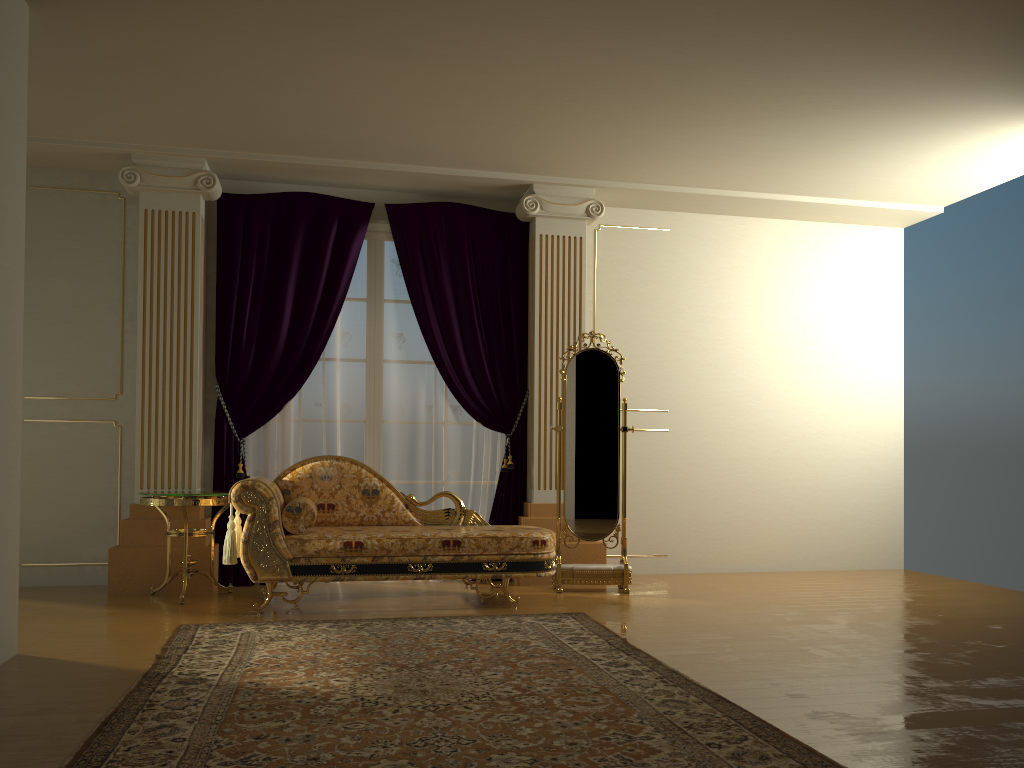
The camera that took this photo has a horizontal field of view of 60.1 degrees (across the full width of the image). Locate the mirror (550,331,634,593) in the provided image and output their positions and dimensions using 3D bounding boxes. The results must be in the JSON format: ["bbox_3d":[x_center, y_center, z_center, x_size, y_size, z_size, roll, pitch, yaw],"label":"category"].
[{"bbox_3d":[0.519,0.499,5.759,0.541,1.696,0.243,1,-1,-2],"label":"mirror"}]

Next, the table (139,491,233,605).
[{"bbox_3d":[-1.941,0.972,5.324,0.571,0.641,0.572,-1,-3,33],"label":"table"}]

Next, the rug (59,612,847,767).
[{"bbox_3d":[-0.317,1.104,3.174,2.117,0.017,3.088,2,-5,-12],"label":"rug"}]

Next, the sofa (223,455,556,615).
[{"bbox_3d":[-0.674,0.853,5.189,1.893,0.869,0.695,1,-3,-12],"label":"sofa"}]

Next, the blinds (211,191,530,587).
[{"bbox_3d":[-0.937,0.048,6.133,2.235,2.648,0.339,1,-1,-11],"label":"blinds"}]
